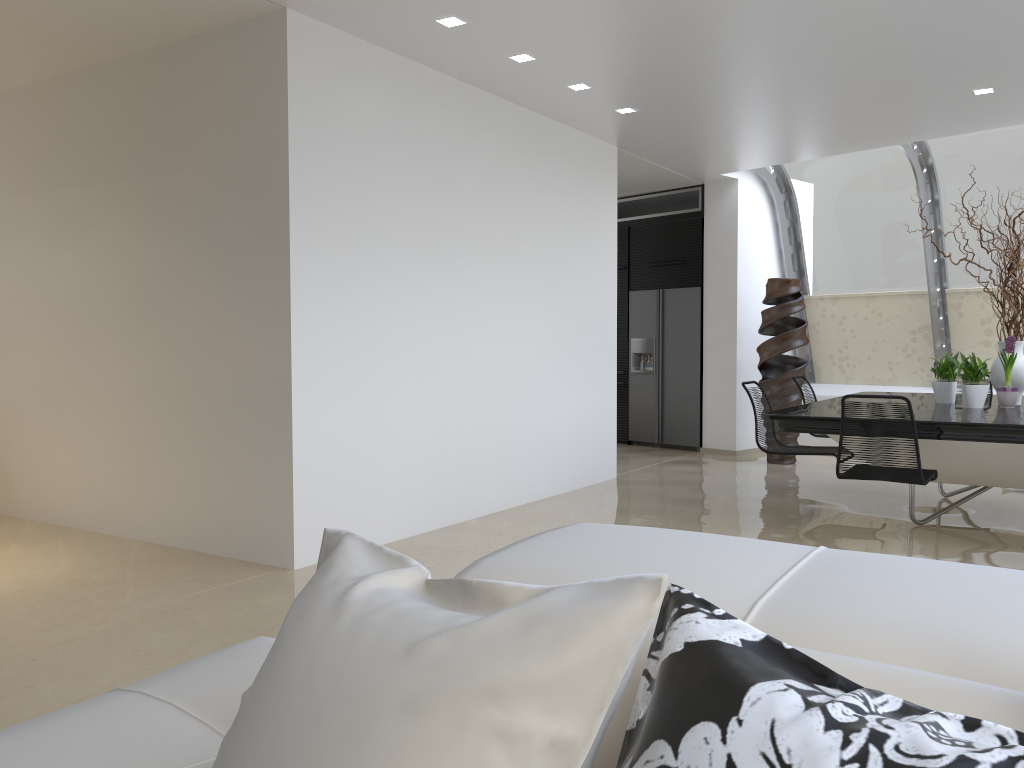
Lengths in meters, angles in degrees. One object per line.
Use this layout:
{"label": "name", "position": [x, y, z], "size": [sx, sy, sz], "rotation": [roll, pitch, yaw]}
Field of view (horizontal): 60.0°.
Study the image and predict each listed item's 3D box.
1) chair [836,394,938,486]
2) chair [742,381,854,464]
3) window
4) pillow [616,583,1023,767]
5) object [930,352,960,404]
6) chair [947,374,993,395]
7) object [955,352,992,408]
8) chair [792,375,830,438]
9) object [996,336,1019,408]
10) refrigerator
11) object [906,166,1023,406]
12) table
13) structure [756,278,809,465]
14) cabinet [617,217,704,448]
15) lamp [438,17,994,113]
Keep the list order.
{"label": "chair", "position": [2.048, 0.302, 4.857], "size": [0.446, 0.519, 0.688], "rotation": [1, 3, 33]}
{"label": "chair", "position": [1.959, 0.247, 6.113], "size": [0.688, 0.519, 0.446], "rotation": [1, 3, 33]}
{"label": "window", "position": [-2.192, -0.525, 6.149], "size": [16.693, 3.674, 16.171], "rotation": [2, 3, 39]}
{"label": "pillow", "position": [0.228, 0.466, 0.632], "size": [0.394, 0.471, 0.604], "rotation": [-2, 3, -41]}
{"label": "object", "position": [3.072, -0.049, 6.269], "size": [0.284, 0.369, 0.215], "rotation": [-1, 3, -19]}
{"label": "chair", "position": [3.804, 0.184, 7.445], "size": [0.446, 0.519, 0.688], "rotation": [1, 3, 33]}
{"label": "object", "position": [3.012, -0.028, 5.794], "size": [0.284, 0.369, 0.215], "rotation": [-1, 3, -24]}
{"label": "chair", "position": [2.650, 0.199, 7.185], "size": [0.688, 0.519, 0.446], "rotation": [1, 3, 33]}
{"label": "object", "position": [3.371, -0.077, 5.718], "size": [0.238, 0.476, 0.417], "rotation": [-2, 3, -29]}
{"label": "refrigerator", "position": [1.777, -0.198, 10.065], "size": [0.234, 1.742, 1.006], "rotation": [-3, 3, -44]}
{"label": "object", "position": [3.210, -0.630, 6.014], "size": [1.031, 1.549, 1.135], "rotation": [1, 3, 25]}
{"label": "table", "position": [3.339, 0.528, 5.932], "size": [2.494, 0.759, 3.031], "rotation": [1, 3, 33]}
{"label": "structure", "position": [2.677, -0.122, 8.782], "size": [0.498, 1.843, 0.493], "rotation": [2, 3, 44]}
{"label": "cabinet", "position": [1.584, -0.565, 10.689], "size": [0.831, 2.558, 2.252], "rotation": [-2, 3, -43]}
{"label": "lamp", "position": [-3.438, -1.921, 4.593], "size": [9.775, 0.004, 9.928], "rotation": [2, 3, 34]}
